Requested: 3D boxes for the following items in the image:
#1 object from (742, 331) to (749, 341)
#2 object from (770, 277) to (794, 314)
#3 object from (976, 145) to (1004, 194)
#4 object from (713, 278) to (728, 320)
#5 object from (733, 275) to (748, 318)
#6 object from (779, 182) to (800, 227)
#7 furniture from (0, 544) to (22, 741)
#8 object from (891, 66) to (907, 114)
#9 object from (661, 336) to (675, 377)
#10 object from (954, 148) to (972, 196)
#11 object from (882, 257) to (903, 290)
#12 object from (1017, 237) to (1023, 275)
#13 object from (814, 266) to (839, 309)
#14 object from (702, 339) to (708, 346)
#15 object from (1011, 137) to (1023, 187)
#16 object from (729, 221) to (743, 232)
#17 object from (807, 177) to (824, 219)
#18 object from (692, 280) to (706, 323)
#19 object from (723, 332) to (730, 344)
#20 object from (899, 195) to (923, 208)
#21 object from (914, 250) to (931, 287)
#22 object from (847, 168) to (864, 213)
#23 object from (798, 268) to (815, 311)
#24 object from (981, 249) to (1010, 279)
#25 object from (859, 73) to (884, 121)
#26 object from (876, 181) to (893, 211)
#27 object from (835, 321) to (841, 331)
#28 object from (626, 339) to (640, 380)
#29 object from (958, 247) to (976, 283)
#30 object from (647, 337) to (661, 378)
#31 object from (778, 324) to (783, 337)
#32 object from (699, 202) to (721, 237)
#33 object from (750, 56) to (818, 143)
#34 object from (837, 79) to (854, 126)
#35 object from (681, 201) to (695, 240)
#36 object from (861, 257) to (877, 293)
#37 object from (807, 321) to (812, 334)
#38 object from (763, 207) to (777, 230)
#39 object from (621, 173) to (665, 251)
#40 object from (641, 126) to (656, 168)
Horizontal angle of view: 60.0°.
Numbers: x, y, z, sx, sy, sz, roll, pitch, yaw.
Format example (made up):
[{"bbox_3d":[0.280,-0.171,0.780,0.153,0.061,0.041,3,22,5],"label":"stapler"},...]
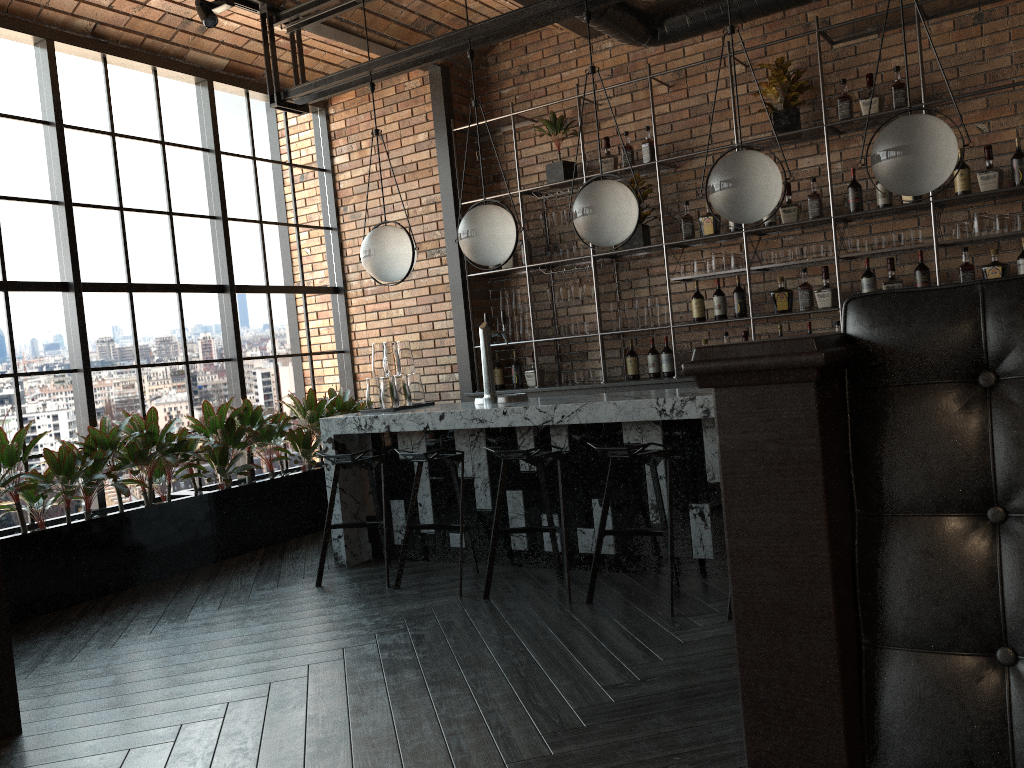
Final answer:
[{"bbox_3d":[1.596,-0.224,6.035,0.123,0.279,0.123,-7,3,-43],"label":"object"},{"bbox_3d":[1.793,-0.588,5.889,0.151,0.248,0.094,-5,2,22],"label":"object"},{"bbox_3d":[2.787,-1.250,5.172,0.123,0.279,0.123,-4,3,42],"label":"object"},{"bbox_3d":[1.440,-0.589,6.155,0.086,0.298,0.086,-6,2,-8],"label":"object"},{"bbox_3d":[1.551,-0.596,6.048,0.086,0.297,0.086,-6,2,-8],"label":"object"},{"bbox_3d":[1.814,-1.176,5.804,0.123,0.279,0.123,-5,2,22],"label":"object"},{"bbox_3d":[-4.057,0.912,1.388,1.979,1.212,5.451,-4,2,33],"label":"furniture"},{"bbox_3d":[2.359,-1.795,5.411,0.083,0.282,0.083,-5,2,18],"label":"object"},{"bbox_3d":[1.118,-0.199,6.370,0.086,0.298,0.086,-6,2,-8],"label":"object"},{"bbox_3d":[2.674,-1.252,5.268,0.086,0.299,0.086,-6,2,-8],"label":"object"},{"bbox_3d":[2.360,-0.645,5.504,0.123,0.279,0.123,-5,2,22],"label":"object"},{"bbox_3d":[2.975,-0.702,5.135,0.086,0.298,0.086,-6,2,-8],"label":"object"},{"bbox_3d":[2.030,-0.621,5.718,0.123,0.279,0.123,-7,3,-43],"label":"object"},{"bbox_3d":[1.359,-0.191,6.206,0.151,0.248,0.094,-5,2,22],"label":"object"},{"bbox_3d":[2.921,-1.271,5.104,0.086,0.297,0.086,-6,2,-8],"label":"object"},{"bbox_3d":[1.514,-1.164,6.031,0.086,0.298,0.086,-6,2,-8],"label":"object"},{"bbox_3d":[1.956,-1.190,5.728,0.083,0.282,0.083,-4,2,33],"label":"object"},{"bbox_3d":[1.304,-0.576,6.213,0.086,0.299,0.086,-6,2,-8],"label":"object"},{"bbox_3d":[1.487,-0.218,6.122,0.083,0.282,0.083,-4,2,33],"label":"object"},{"bbox_3d":[2.435,-1.208,5.418,0.094,0.248,0.151,-7,2,-28],"label":"object"},{"bbox_3d":[2.510,-0.669,5.426,0.086,0.299,0.086,-6,2,-8],"label":"object"},{"bbox_3d":[2.163,-1.214,5.596,0.086,0.299,0.086,-6,2,-8],"label":"object"},{"bbox_3d":[1.921,-0.615,5.805,0.083,0.282,0.083,-4,2,33],"label":"object"},{"bbox_3d":[2.841,-0.667,5.208,0.151,0.248,0.094,-4,3,42],"label":"object"},{"bbox_3d":[2.228,-1.782,5.498,0.123,0.279,0.123,-4,2,37],"label":"object"},{"bbox_3d":[2.316,-1.227,5.530,0.086,0.298,0.086,-6,2,-8],"label":"object"},{"bbox_3d":[2.111,-0.265,5.716,0.083,0.282,0.083,-5,2,18],"label":"object"},{"bbox_3d":[0.886,-0.181,6.519,0.086,0.299,0.086,-6,2,-8],"label":"object"},{"bbox_3d":[2.712,-0.675,5.291,0.083,0.282,0.083,-5,2,18],"label":"object"},{"bbox_3d":[1.031,-0.194,6.455,0.086,0.298,0.086,-6,2,-8],"label":"object"},{"bbox_3d":[1.793,-0.248,5.893,0.086,0.297,0.086,-6,2,-23],"label":"object"},{"bbox_3d":[1.365,-1.127,6.113,0.151,0.248,0.094,-4,2,37],"label":"object"},{"bbox_3d":[1.778,-1.874,5.821,0.425,0.526,0.430,-4,2,35],"label":"object"},{"bbox_3d":[2.097,-1.775,5.582,0.083,0.282,0.083,-4,2,33],"label":"object"},{"bbox_3d":[1.229,-1.135,6.200,0.083,0.282,0.083,-5,2,18],"label":"object"},{"bbox_3d":[2.252,-0.649,5.598,0.086,0.298,0.086,-6,2,-8],"label":"object"},{"bbox_3d":[1.962,-0.263,5.822,0.086,0.298,0.086,-6,2,-8],"label":"object"},{"bbox_3d":[1.707,-1.180,5.898,0.086,0.298,0.086,-6,2,-8],"label":"object"},{"bbox_3d":[0.883,-1.229,6.381,0.430,0.526,0.425,-4,3,45],"label":"object"},{"bbox_3d":[0.974,-1.690,6.311,0.083,0.282,0.083,-7,3,-42],"label":"object"}]
